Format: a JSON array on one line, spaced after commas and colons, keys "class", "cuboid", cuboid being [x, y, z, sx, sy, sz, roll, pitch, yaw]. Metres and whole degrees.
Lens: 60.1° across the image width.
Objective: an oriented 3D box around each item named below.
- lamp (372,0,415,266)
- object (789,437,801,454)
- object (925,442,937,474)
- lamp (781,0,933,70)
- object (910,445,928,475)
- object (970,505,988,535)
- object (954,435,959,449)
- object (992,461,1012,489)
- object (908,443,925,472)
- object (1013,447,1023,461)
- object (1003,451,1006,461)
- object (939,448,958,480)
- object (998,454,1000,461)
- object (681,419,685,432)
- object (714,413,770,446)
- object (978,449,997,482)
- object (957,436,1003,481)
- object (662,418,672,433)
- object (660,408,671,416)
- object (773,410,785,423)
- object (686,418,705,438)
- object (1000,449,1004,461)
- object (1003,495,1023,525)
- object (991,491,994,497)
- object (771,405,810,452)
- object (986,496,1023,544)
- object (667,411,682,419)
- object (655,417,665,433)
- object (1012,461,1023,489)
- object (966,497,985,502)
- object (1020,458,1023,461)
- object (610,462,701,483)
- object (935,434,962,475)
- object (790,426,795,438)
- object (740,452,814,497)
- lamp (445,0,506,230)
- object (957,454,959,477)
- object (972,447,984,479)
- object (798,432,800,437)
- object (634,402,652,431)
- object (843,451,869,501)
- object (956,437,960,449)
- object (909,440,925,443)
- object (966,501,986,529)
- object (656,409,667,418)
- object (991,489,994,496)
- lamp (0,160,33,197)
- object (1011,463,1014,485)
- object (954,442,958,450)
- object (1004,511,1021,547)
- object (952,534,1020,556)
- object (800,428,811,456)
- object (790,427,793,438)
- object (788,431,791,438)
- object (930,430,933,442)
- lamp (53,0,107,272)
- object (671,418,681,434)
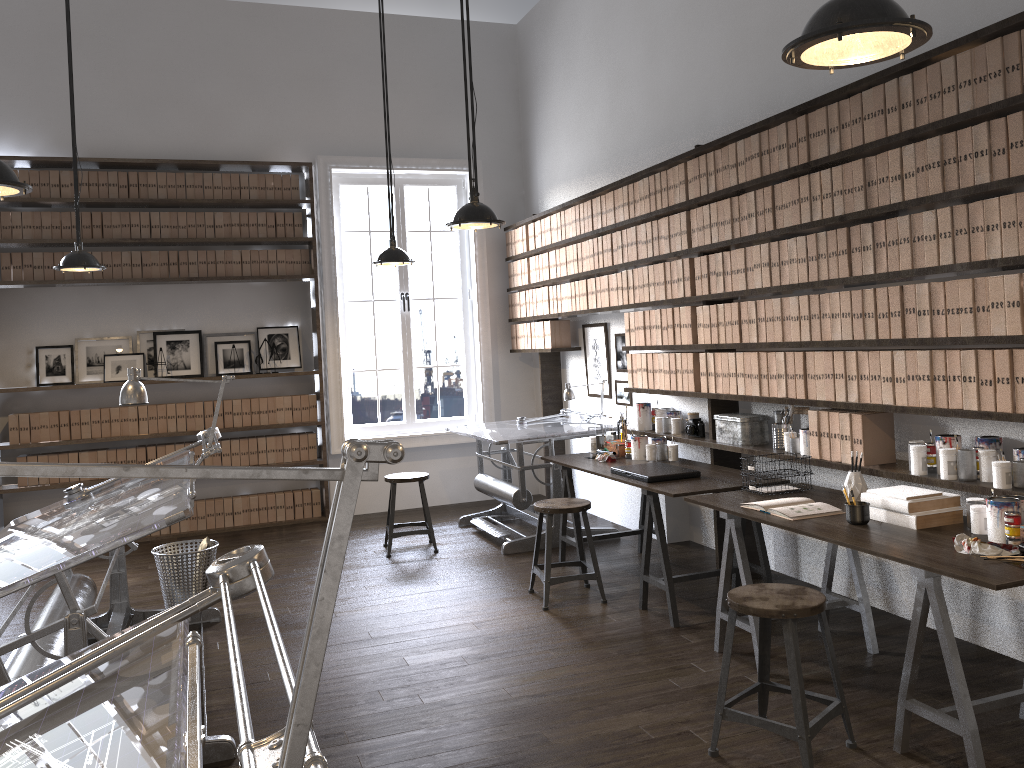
[{"class": "lamp", "cuboid": [-0.912, -1.992, 6.414, 0.313, 2.253, 0.310, -3, 0, -40]}, {"class": "object", "cuboid": [1.452, 0.293, 4.350, 0.181, 0.093, 0.062, -3, 1, -6]}, {"class": "object", "cuboid": [1.694, 0.302, 3.581, 0.044, 0.128, 0.045, -3, 0, -20]}, {"class": "lamp", "cuboid": [0.703, -1.865, 1.967, 0.312, 2.253, 0.311, -3, 0, 5]}, {"class": "object", "cuboid": [1.636, 0.306, 3.560, 0.062, 0.119, 0.062, -3, 0, 30]}, {"class": "object", "cuboid": [1.626, 0.471, 3.075, 0.062, 0.094, 0.062, -3, 1, 30]}, {"class": "object", "cuboid": [1.745, 0.281, 3.455, 0.029, 0.169, 0.004, -3, 0, 2]}, {"class": "object", "cuboid": [1.765, 0.327, 3.189, 0.062, 0.096, 0.062, -3, 1, 12]}, {"class": "object", "cuboid": [1.658, 0.303, 3.626, 0.063, 0.118, 0.062, -3, 0, 21]}, {"class": "object", "cuboid": [1.907, 0.303, 3.270, 0.095, 0.130, 0.094, -3, 1, -33]}, {"class": "object", "cuboid": [1.811, 0.302, 3.241, 0.036, 0.119, 0.005, -3, 0, -23]}, {"class": "object", "cuboid": [1.688, 0.310, 3.425, 0.062, 0.119, 0.062, -3, 0, 38]}, {"class": "object", "cuboid": [1.803, 0.310, 3.259, 0.035, 0.104, 0.004, -3, 0, -22]}, {"class": "object", "cuboid": [1.051, 0.264, 5.539, 0.054, 0.080, 0.054, -3, 1, 7]}, {"class": "object", "cuboid": [1.258, 0.246, 4.853, 0.193, 0.152, 0.317, -3, 2, -20]}, {"class": "object", "cuboid": [1.794, 0.309, 3.337, 0.062, 0.119, 0.062, -3, 0, 38]}, {"class": "object", "cuboid": [1.798, 0.289, 3.416, 0.205, 0.162, 0.094, -3, 1, -18]}, {"class": "object", "cuboid": [0.969, 0.259, 5.513, 0.063, 0.093, 0.062, -3, 1, -34]}, {"class": "object", "cuboid": [1.001, 0.223, 5.770, 0.071, 0.129, 0.071, -3, 0, 27]}, {"class": "object", "cuboid": [1.419, 0.236, 4.663, 0.079, 0.188, 0.078, -3, 0, -41]}, {"class": "object", "cuboid": [1.074, 0.258, 5.252, 0.091, 0.108, 0.171, -3, 2, -20]}, {"class": "object", "cuboid": [1.802, 0.303, 3.242, 0.029, 0.135, 0.004, -3, 0, -24]}, {"class": "object", "cuboid": [1.734, 0.454, 3.048, 0.094, 0.128, 0.095, -3, 1, -24]}, {"class": "object", "cuboid": [1.720, 0.442, 3.147, 0.005, 0.118, 0.036, -3, 0, -14]}, {"class": "object", "cuboid": [1.392, 0.196, 4.503, 0.156, 0.272, 0.181, -3, 1, -36]}, {"class": "object", "cuboid": [1.650, 0.456, 2.967, 0.104, 0.142, 0.105, -3, 1, -12]}, {"class": "object", "cuboid": [1.032, 0.238, 5.623, 0.094, 0.128, 0.095, -3, 1, 11]}, {"class": "object", "cuboid": [0.932, 0.258, 5.572, 0.062, 0.094, 0.062, -3, 1, -34]}, {"class": "object", "cuboid": [1.829, 0.325, 3.170, 0.062, 0.095, 0.063, -3, 1, 12]}, {"class": "object", "cuboid": [1.678, 0.462, 3.202, 0.062, 0.094, 0.062, -3, 1, 21]}, {"class": "object", "cuboid": [1.868, 0.321, 3.212, 0.045, 0.102, 0.044, -3, 0, -29]}, {"class": "object", "cuboid": [0.760, 0.471, 4.733, 0.312, 0.033, 0.445, -4, 3, -20]}, {"class": "object", "cuboid": [1.744, 0.286, 3.533, 0.094, 0.162, 0.095, -3, 1, -24]}, {"class": "object", "cuboid": [1.389, 0.268, 4.359, 0.008, 0.125, 0.041, -3, 0, -31]}, {"class": "object", "cuboid": [1.219, 0.415, 4.079, 0.284, 0.161, 0.203, -4, 2, -20]}, {"class": "lamp", "cuboid": [-0.245, -1.940, 4.585, 0.313, 2.253, 0.310, -3, 0, -40]}, {"class": "object", "cuboid": [1.770, 0.318, 3.458, 0.054, 0.101, 0.054, -3, 0, -3]}, {"class": "object", "cuboid": [1.791, 0.306, 3.399, 0.045, 0.128, 0.044, -3, 0, -2]}, {"class": "object", "cuboid": [1.453, 0.288, 4.396, 0.062, 0.093, 0.063, -2, 1, 32]}, {"class": "object", "cuboid": [0.856, 0.212, 5.773, 0.108, 0.177, 0.106, -3, 1, -18]}, {"class": "object", "cuboid": [1.460, 0.394, 3.772, 0.101, 0.209, 0.101, -3, 0, 25]}, {"class": "object", "cuboid": [1.753, 0.280, 3.450, 0.036, 0.149, 0.005, -3, 0, 3]}, {"class": "object", "cuboid": [1.688, 0.298, 3.686, 0.062, 0.119, 0.062, -3, 0, 21]}, {"class": "object", "cuboid": [1.648, 0.467, 3.141, 0.063, 0.093, 0.062, -3, 1, 21]}, {"class": "object", "cuboid": [0.962, 0.228, 5.701, 0.070, 0.130, 0.070, -3, 0, 18]}, {"class": "object", "cuboid": [1.723, 0.442, 3.156, 0.004, 0.133, 0.029, -3, 0, -15]}, {"class": "lamp", "cuboid": [-1.867, -1.785, 3.025, 0.313, 2.253, 0.311, -3, 0, 0]}, {"class": "object", "cuboid": [1.823, 0.332, 3.255, 0.054, 0.081, 0.054, -3, 1, -30]}, {"class": "object", "cuboid": [1.753, 0.289, 3.470, 0.035, 0.130, 0.004, -3, 0, 5]}, {"class": "object", "cuboid": [1.636, 0.474, 2.891, 0.049, 0.112, 0.049, -3, 0, -16]}, {"class": "object", "cuboid": [1.504, 0.515, 2.823, 0.197, 0.050, 0.132, -1, 3, 41]}, {"class": "object", "cuboid": [1.439, 0.281, 4.270, 0.094, 0.128, 0.095, -3, 1, -13]}, {"class": "object", "cuboid": [1.384, 0.276, 4.362, 0.004, 0.127, 0.028, -3, 0, -21]}, {"class": "object", "cuboid": [1.372, 0.281, 4.349, 0.004, 0.103, 0.035, -3, 0, -24]}, {"class": "object", "cuboid": [1.732, 0.273, 3.635, 0.009, 0.169, 0.041, -3, 0, -16]}, {"class": "lamp", "cuboid": [-2.842, -1.862, 5.717, 0.313, 2.253, 0.310, -3, 0, -40]}, {"class": "object", "cuboid": [1.012, 0.259, 5.461, 0.062, 0.094, 0.062, -3, 1, -34]}]
